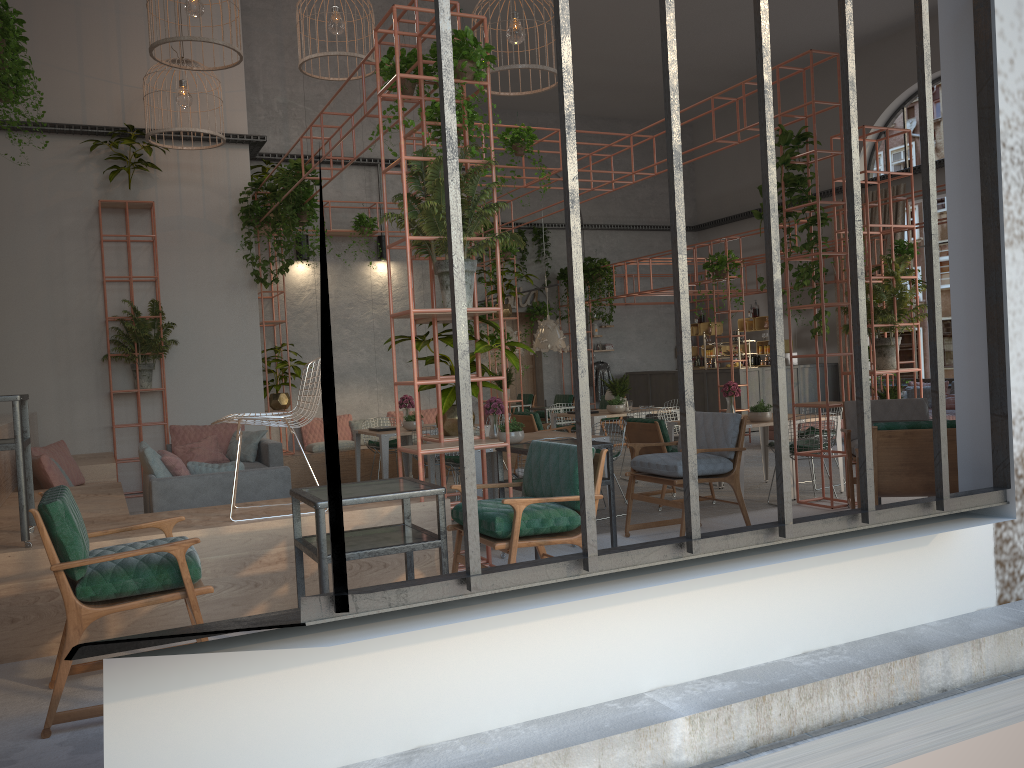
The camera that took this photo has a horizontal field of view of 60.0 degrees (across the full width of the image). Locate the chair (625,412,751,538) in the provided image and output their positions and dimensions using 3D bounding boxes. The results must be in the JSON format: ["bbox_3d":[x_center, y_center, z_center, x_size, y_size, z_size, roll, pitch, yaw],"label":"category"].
[{"bbox_3d":[1.298,0.689,6.590,0.685,0.929,0.722,-4,1,-25],"label":"chair"}]

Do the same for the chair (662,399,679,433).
[{"bbox_3d":[2.199,0.697,12.599,0.717,0.941,0.565,-4,1,-29],"label":"chair"}]

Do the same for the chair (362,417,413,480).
[{"bbox_3d":[-1.651,0.923,11.810,0.565,0.941,0.717,-4,1,-24],"label":"chair"}]

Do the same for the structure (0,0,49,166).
[{"bbox_3d":[-4.177,-2.540,7.194,0.670,1.290,1.434,-4,1,-25],"label":"structure"}]

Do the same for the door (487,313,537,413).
[{"bbox_3d":[-0.181,-0.266,20.709,1.360,2.729,0.551,-4,1,-25],"label":"door"}]

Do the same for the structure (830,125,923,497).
[{"bbox_3d":[3.542,-0.618,8.567,0.624,3.602,0.424,-4,1,-25],"label":"structure"}]

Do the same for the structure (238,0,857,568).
[{"bbox_3d":[-1.774,-1.005,12.954,4.501,4.345,14.096,-4,1,-26],"label":"structure"}]

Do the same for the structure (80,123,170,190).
[{"bbox_3d":[-4.651,-2.774,10.792,0.934,0.803,0.903,-2,2,36],"label":"structure"}]

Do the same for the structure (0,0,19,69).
[{"bbox_3d":[-3.741,-2.700,6.132,0.587,0.972,0.605,-4,1,-27],"label":"structure"}]

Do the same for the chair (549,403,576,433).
[{"bbox_3d":[0.899,0.758,13.009,0.565,0.941,0.717,-4,1,-24],"label":"chair"}]

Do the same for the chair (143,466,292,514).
[{"bbox_3d":[-2.415,0.955,7.239,1.056,0.586,1.127,-4,1,-25],"label":"chair"}]

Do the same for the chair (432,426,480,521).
[{"bbox_3d":[-0.488,0.914,9.335,0.565,0.941,0.717,-4,1,-24],"label":"chair"}]

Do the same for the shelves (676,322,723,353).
[{"bbox_3d":[4.572,-0.526,21.055,0.328,1.838,1.750,-4,1,-25],"label":"shelves"}]

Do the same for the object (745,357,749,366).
[{"bbox_3d":[5.183,-0.522,19.512,0.072,0.248,0.094,-4,1,-25],"label":"object"}]

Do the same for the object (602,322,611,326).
[{"bbox_3d":[2.225,-1.426,20.952,0.263,0.101,0.013,-4,1,-25],"label":"object"}]

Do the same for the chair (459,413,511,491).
[{"bbox_3d":[-0.351,0.861,11.400,0.717,0.941,0.565,-4,1,-29],"label":"chair"}]

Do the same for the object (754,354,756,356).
[{"bbox_3d":[5.376,-0.535,19.603,0.072,0.248,0.094,-4,1,-25],"label":"object"}]

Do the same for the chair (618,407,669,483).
[{"bbox_3d":[1.696,0.752,11.332,0.565,0.941,0.717,-3,1,-9],"label":"chair"}]

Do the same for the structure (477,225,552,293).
[{"bbox_3d":[0.012,-2.790,19.897,1.939,1.514,0.856,-4,1,-31],"label":"structure"}]

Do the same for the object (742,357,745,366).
[{"bbox_3d":[5.133,-0.507,19.607,0.073,0.219,0.105,-4,1,-19],"label":"object"}]

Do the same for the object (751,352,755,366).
[{"bbox_3d":[5.260,-0.545,19.345,0.066,0.291,0.066,-4,2,-41],"label":"object"}]

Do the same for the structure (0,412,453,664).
[{"bbox_3d":[-2.979,0.819,7.028,3.396,1.111,9.152,-4,1,-25],"label":"structure"}]

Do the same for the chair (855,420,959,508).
[{"bbox_3d":[2.467,0.660,5.274,0.722,0.917,0.685,-3,1,15],"label":"chair"}]

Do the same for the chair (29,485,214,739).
[{"bbox_3d":[-1.695,0.910,3.896,0.685,0.929,0.722,-4,1,-25],"label":"chair"}]

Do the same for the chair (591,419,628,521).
[{"bbox_3d":[0.811,0.852,8.925,0.717,0.941,0.565,-4,1,-29],"label":"chair"}]

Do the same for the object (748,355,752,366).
[{"bbox_3d":[5.221,-0.522,19.418,0.082,0.246,0.082,-3,1,7],"label":"object"}]

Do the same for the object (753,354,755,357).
[{"bbox_3d":[5.297,-0.548,19.460,0.074,0.287,0.072,-3,1,7],"label":"object"}]

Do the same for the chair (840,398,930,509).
[{"bbox_3d":[3.046,0.591,7.092,0.722,0.914,0.685,-3,1,15],"label":"chair"}]

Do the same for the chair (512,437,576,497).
[{"bbox_3d":[0.308,0.907,7.657,0.565,0.941,0.717,-3,1,-9],"label":"chair"}]

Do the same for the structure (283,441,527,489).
[{"bbox_3d":[-2.503,1.115,15.399,4.386,0.500,5.831,-4,1,-25],"label":"structure"}]

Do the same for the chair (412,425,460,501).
[{"bbox_3d":[-0.855,0.916,10.133,0.565,0.941,0.717,-3,1,-9],"label":"chair"}]

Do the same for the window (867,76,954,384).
[{"bbox_3d":[8.005,-2.781,15.763,0.089,5.538,4.127,-4,1,-25],"label":"window"}]

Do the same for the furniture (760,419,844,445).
[{"bbox_3d":[4.732,0.767,14.495,0.941,0.446,0.976,-4,1,-25],"label":"furniture"}]

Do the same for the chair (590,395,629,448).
[{"bbox_3d":[1.580,0.674,15.662,0.685,0.929,0.722,-4,1,-25],"label":"chair"}]

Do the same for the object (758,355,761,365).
[{"bbox_3d":[5.412,-0.553,19.426,0.074,0.287,0.072,-3,1,7],"label":"object"}]

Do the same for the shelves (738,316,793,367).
[{"bbox_3d":[5.388,-0.532,19.318,0.328,1.838,1.750,-4,1,-25],"label":"shelves"}]

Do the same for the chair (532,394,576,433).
[{"bbox_3d":[0.828,0.680,17.264,0.685,0.930,0.722,-4,1,-25],"label":"chair"}]

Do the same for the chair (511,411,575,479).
[{"bbox_3d":[0.427,0.814,11.852,0.685,0.917,0.722,-4,1,-25],"label":"chair"}]

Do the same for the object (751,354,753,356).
[{"bbox_3d":[5.311,-0.531,19.576,0.072,0.248,0.094,-4,1,-25],"label":"object"}]

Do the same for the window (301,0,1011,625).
[{"bbox_3d":[0.335,-2.088,3.197,4.126,5.544,0.089,-4,1,-25],"label":"window"}]

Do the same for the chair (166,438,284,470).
[{"bbox_3d":[-3.183,0.983,9.836,1.127,0.672,1.052,-4,1,-25],"label":"chair"}]

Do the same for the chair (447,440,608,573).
[{"bbox_3d":[0.079,0.796,4.729,0.685,0.929,0.722,-4,1,-25],"label":"chair"}]

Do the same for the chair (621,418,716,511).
[{"bbox_3d":[1.625,0.803,9.340,0.685,0.917,0.722,-4,1,-25],"label":"chair"}]

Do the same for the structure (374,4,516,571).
[{"bbox_3d":[-0.313,-0.545,5.611,0.748,3.623,0.722,-4,1,-25],"label":"structure"}]

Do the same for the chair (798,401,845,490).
[{"bbox_3d":[3.399,0.686,10.087,0.717,0.941,0.565,-4,1,-29],"label":"chair"}]

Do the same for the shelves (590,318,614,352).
[{"bbox_3d":[2.128,-1.157,20.883,0.560,0.790,0.186,-4,1,-25],"label":"shelves"}]

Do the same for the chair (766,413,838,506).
[{"bbox_3d":[2.895,0.741,8.820,0.565,0.941,0.717,-3,1,-9],"label":"chair"}]

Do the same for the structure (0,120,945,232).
[{"bbox_3d":[0.967,-3.447,12.178,15.603,0.110,15.203,-4,1,-25],"label":"structure"}]

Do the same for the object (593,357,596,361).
[{"bbox_3d":[1.934,-0.604,20.862,0.093,0.121,0.049,-4,1,-23],"label":"object"}]

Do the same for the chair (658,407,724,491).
[{"bbox_3d":[2.099,0.748,10.497,0.565,0.941,0.717,-4,1,-24],"label":"chair"}]

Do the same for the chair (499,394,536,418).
[{"bbox_3d":[0.091,0.686,18.833,0.685,0.930,0.722,-4,1,-25],"label":"chair"}]

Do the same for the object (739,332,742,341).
[{"bbox_3d":[5.124,-1.074,19.935,0.066,0.291,0.066,-3,1,15],"label":"object"}]

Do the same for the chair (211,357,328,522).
[{"bbox_3d":[-1.443,0.305,5.373,0.717,0.941,0.565,-3,1,-16],"label":"chair"}]

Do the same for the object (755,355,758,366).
[{"bbox_3d":[5.340,-0.545,19.389,0.065,0.280,0.065,-3,1,18],"label":"object"}]

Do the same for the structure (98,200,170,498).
[{"bbox_3d":[-4.647,-0.429,10.942,0.624,3.596,0.424,-4,1,-25],"label":"structure"}]
